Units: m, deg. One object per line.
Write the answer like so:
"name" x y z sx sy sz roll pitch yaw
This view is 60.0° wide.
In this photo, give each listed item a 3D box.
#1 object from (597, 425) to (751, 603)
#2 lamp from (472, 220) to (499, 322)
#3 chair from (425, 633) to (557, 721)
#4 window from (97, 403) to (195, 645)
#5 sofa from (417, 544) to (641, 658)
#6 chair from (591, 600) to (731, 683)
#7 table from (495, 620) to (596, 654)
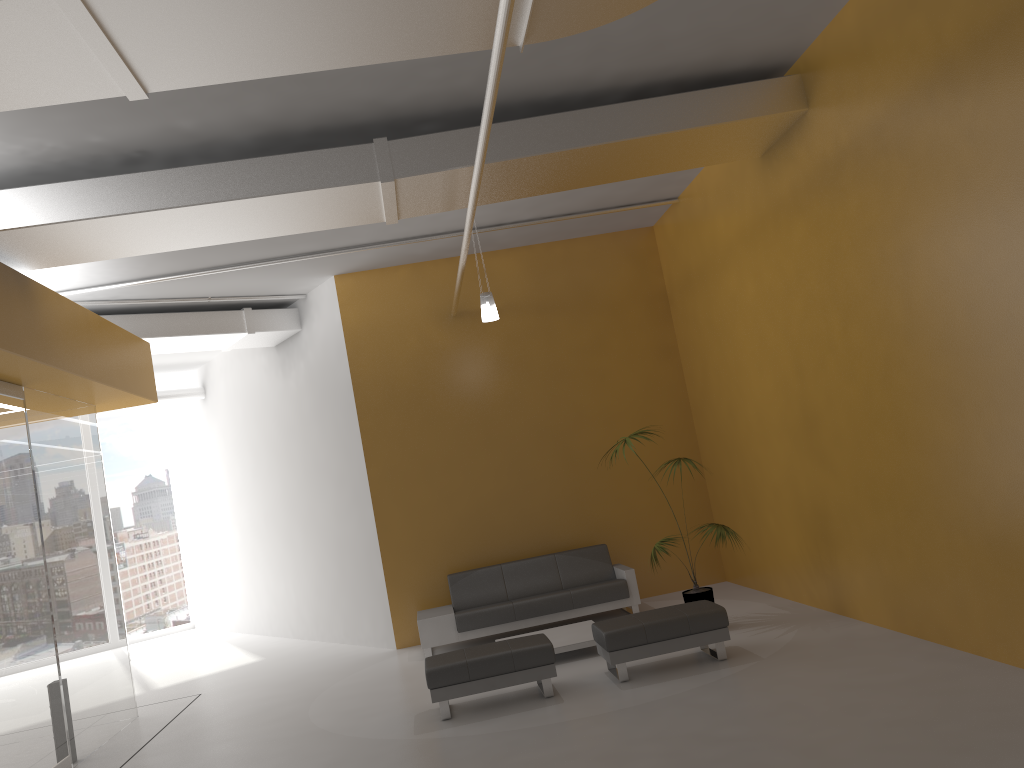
"object" 1.520 1.346 8.280 1.222 1.956 0.912 -14 -7 34
"lamp" -0.322 -1.230 8.815 0.174 1.227 0.174 -14 -7 34
"chair" -0.166 2.321 7.075 1.012 0.423 0.575 -10 -6 -7
"window" -8.665 2.660 15.263 8.533 4.498 0.100 -6 -7 -37
"sofa" 0.141 2.377 9.864 2.400 0.761 0.860 -10 -6 -7
"chair" 1.214 2.079 7.221 1.012 0.423 0.575 -10 -6 -7
"table" 0.384 2.501 8.472 1.000 0.150 1.000 -10 -6 -7
